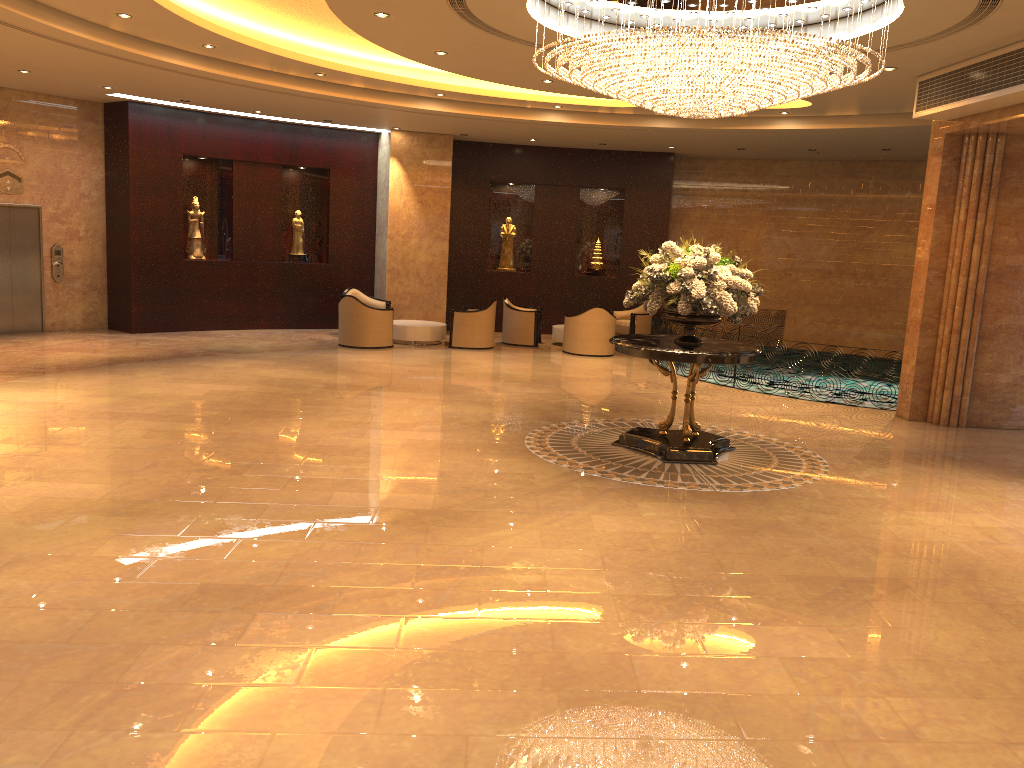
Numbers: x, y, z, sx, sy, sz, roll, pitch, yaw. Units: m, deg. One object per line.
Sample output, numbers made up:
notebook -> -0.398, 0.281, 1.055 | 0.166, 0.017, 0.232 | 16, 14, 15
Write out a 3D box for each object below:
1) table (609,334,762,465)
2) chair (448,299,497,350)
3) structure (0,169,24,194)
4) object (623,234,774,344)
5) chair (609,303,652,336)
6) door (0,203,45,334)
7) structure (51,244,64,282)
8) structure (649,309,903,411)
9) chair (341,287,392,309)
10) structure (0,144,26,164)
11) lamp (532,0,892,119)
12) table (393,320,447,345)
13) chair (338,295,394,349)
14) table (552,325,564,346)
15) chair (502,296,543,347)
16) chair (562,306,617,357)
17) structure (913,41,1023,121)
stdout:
table -> 1.683, 0.123, 8.881 | 1.493, 1.089, 1.493 | 1, 9, -11
chair -> -0.689, -1.140, 16.402 | 0.769, 0.916, 0.951 | 5, 9, 11
structure -> -8.227, -3.307, 14.484 | 0.012, 0.405, 0.504 | 9, 11, 31
object -> 1.760, -0.899, 8.685 | 1.277, 0.999, 1.318 | 8, 10, 26
chair -> 2.476, -1.237, 18.053 | 0.769, 0.916, 0.951 | -2, 11, -29
door -> -8.348, -1.906, 14.737 | 0.150, 2.149, 1.070 | 9, 11, 31
structure -> -7.851, -2.084, 15.321 | 0.053, 0.661, 0.200 | 10, 11, 35
structure -> 4.387, -0.648, 15.984 | 3.815, 0.995, 7.624 | 5, 10, 14
chair -> -2.910, -1.403, 17.276 | 0.951, 0.916, 0.769 | -6, 13, -43
structure -> -8.203, -3.748, 14.410 | 0.010, 0.293, 0.600 | 9, 11, 31
lamp -> 1.803, -3.121, 8.347 | 3.206, 1.196, 3.204 | 9, 11, 32
table -> -1.840, -0.974, 16.744 | 1.196, 0.354, 1.196 | 7, 10, 22
chair -> -2.642, -1.122, 15.646 | 0.951, 0.916, 0.769 | 9, 11, 30
table -> 1.391, -0.939, 17.603 | 1.196, 0.354, 1.196 | 7, 10, 23
chair -> 0.193, -1.240, 17.308 | 0.769, 0.916, 0.951 | 4, 9, 6
chair -> 1.459, -0.997, 16.239 | 0.951, 0.916, 0.769 | 2, 9, -9
structure -> 5.164, -3.077, 8.601 | 0.425, 0.483, 4.113 | 2, 9, -4
